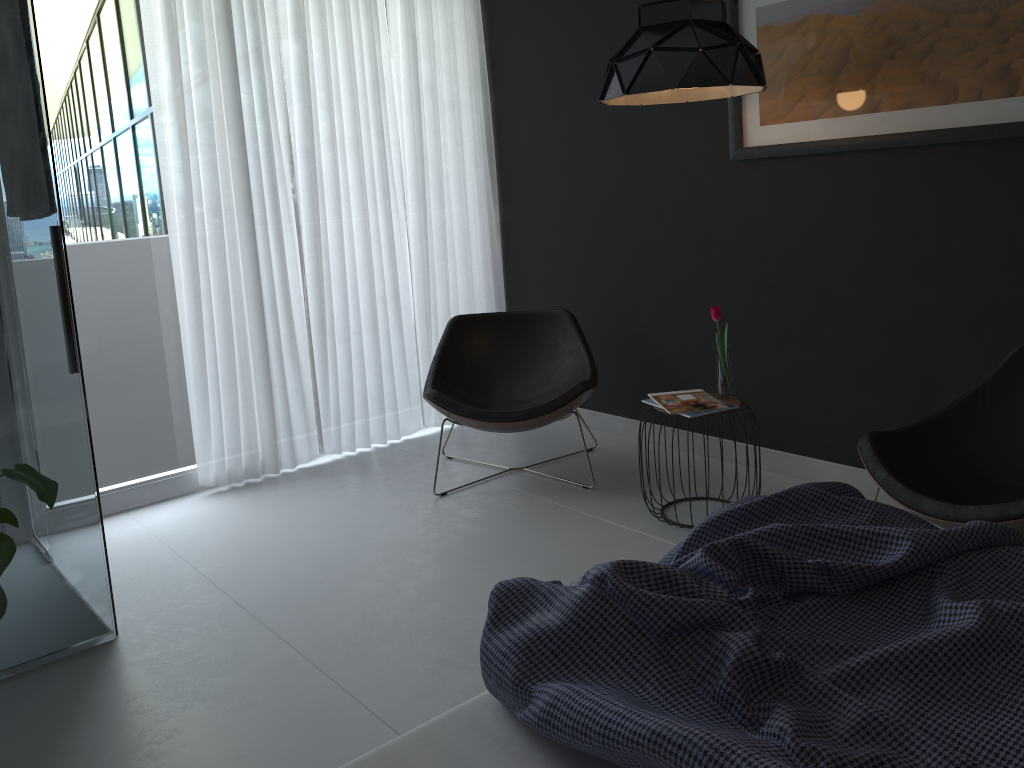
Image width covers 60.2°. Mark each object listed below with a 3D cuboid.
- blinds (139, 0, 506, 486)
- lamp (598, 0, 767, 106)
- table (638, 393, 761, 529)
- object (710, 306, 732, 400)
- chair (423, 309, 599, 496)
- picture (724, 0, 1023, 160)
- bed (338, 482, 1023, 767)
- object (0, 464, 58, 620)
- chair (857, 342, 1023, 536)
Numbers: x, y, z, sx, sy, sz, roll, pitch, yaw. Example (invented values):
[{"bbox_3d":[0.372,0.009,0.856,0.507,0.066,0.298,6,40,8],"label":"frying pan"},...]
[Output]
[{"bbox_3d":[-0.800,-1.000,4.404,1.868,2.666,0.137,-12,11,-38],"label":"blinds"},{"bbox_3d":[0.578,-1.471,3.105,0.585,0.893,0.613,-7,10,-20],"label":"lamp"},{"bbox_3d":[0.711,0.285,3.356,0.451,0.430,0.457,2,12,28],"label":"table"},{"bbox_3d":[0.795,-0.117,3.336,0.066,0.351,0.077,-5,8,-6],"label":"object"},{"bbox_3d":[0.002,0.055,4.026,0.789,0.683,0.826,-3,11,4],"label":"chair"},{"bbox_3d":[1.514,-1.169,2.914,0.041,0.714,1.960,-10,13,-38],"label":"picture"},{"bbox_3d":[0.142,0.102,0.711,2.630,2.019,2.571,-13,14,-38],"label":"bed"},{"bbox_3d":[-1.408,0.471,1.796,0.854,1.036,1.000,-8,11,-20],"label":"object"},{"bbox_3d":[1.487,0.284,2.534,0.816,0.683,0.798,-7,11,-17],"label":"chair"}]
